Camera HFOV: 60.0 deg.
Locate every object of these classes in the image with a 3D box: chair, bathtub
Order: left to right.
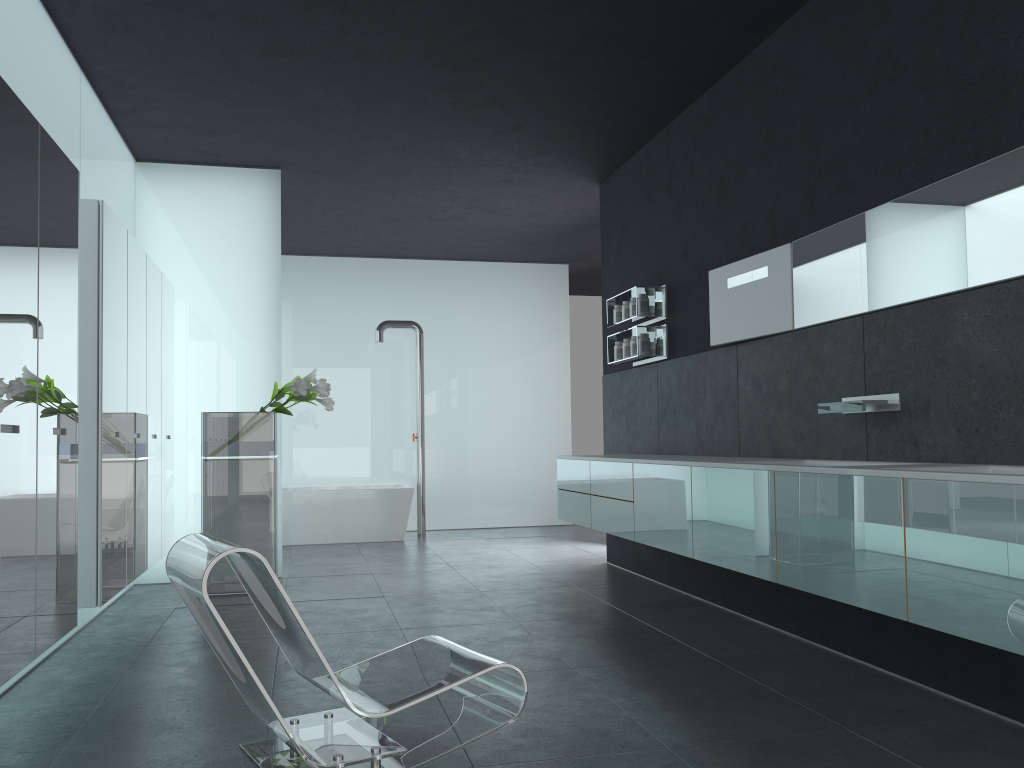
[{"bbox_3d":[-2.269,1.554,11.274,1.977,0.858,0.961,0,-3,-13],"label":"bathtub"},{"bbox_3d":[-0.641,1.015,3.495,1.261,0.870,0.629,1,-4,-32],"label":"chair"}]

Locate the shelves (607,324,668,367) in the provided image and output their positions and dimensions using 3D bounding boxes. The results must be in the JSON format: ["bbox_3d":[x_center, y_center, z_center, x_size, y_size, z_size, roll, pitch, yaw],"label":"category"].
[{"bbox_3d":[1.070,-0.326,7.634,0.265,0.285,0.770,0,-4,-13],"label":"shelves"}]

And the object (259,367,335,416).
[{"bbox_3d":[-2.014,0.215,7.497,1.024,0.779,0.975,0,-3,-21],"label":"object"}]

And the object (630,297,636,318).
[{"bbox_3d":[1.046,-0.638,7.517,0.096,0.184,0.068,0,-3,-15],"label":"object"}]

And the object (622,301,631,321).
[{"bbox_3d":[1.003,-0.626,7.700,0.096,0.184,0.068,-1,-3,-4],"label":"object"}]

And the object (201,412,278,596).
[{"bbox_3d":[-2.306,0.992,7.547,0.585,1.490,0.575,0,-3,-13],"label":"object"}]

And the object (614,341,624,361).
[{"bbox_3d":[0.959,-0.285,7.895,0.096,0.184,0.068,0,-3,-22],"label":"object"}]

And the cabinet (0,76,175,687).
[{"bbox_3d":[-2.360,0.078,4.519,0.398,2.213,6.011,0,-4,-13],"label":"cabinet"}]

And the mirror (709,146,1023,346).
[{"bbox_3d":[1.912,-0.655,4.470,0.109,0.532,3.726,0,-4,-15],"label":"mirror"}]

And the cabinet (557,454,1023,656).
[{"bbox_3d":[1.392,0.725,5.186,0.734,0.556,5.589,0,-4,-13],"label":"cabinet"}]

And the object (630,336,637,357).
[{"bbox_3d":[1.051,-0.311,7.503,0.096,0.184,0.068,0,-3,-15],"label":"object"}]

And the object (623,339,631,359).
[{"bbox_3d":[1.008,-0.299,7.686,0.096,0.184,0.068,-1,-3,-4],"label":"object"}]

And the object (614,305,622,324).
[{"bbox_3d":[0.954,-0.612,7.909,0.096,0.184,0.068,0,-3,-22],"label":"object"}]

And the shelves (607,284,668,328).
[{"bbox_3d":[1.066,-0.653,7.648,0.265,0.285,0.770,0,-4,-13],"label":"shelves"}]

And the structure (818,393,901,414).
[{"bbox_3d":[1.793,0.105,4.632,0.186,0.088,0.482,0,-4,-13],"label":"structure"}]

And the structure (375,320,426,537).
[{"bbox_3d":[-1.446,0.603,11.509,0.643,2.869,0.123,0,-3,-14],"label":"structure"}]
